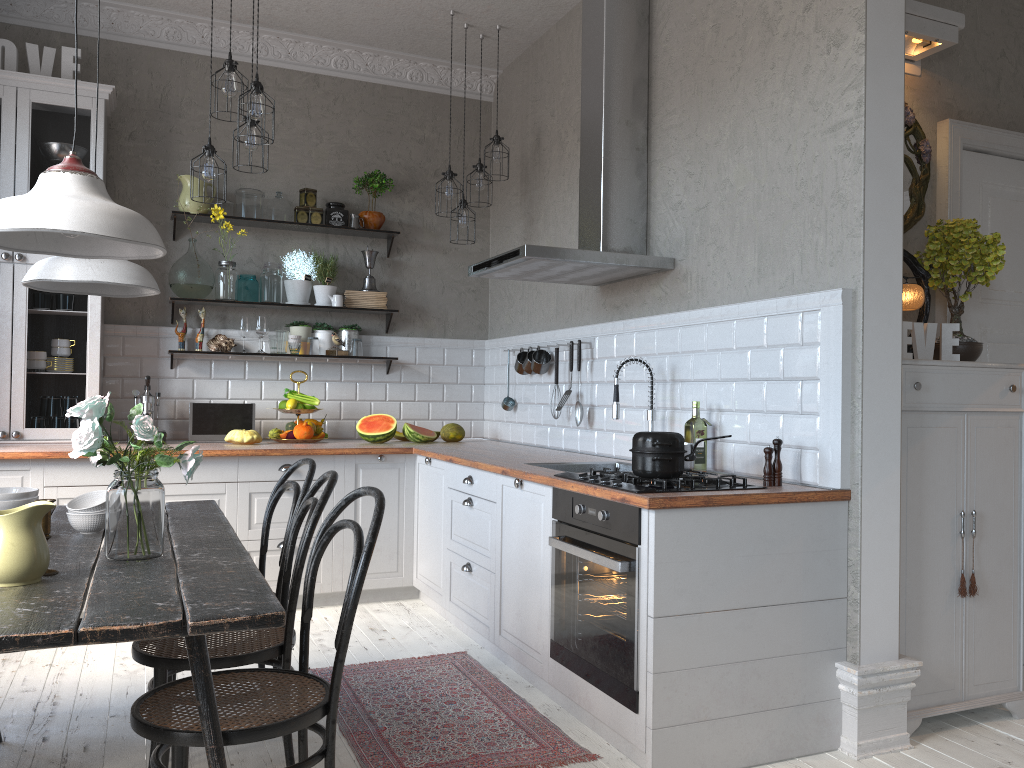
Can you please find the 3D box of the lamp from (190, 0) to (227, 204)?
[{"bbox_3d":[-1.342,-1.685,3.965,0.144,1.735,0.149,0,-1,33],"label":"lamp"}]

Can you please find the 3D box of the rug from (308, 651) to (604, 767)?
[{"bbox_3d":[-0.287,1.180,3.230,0.748,0.014,1.268,1,-1,-23],"label":"rug"}]

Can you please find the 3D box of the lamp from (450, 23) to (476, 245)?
[{"bbox_3d":[-0.273,-1.687,5.144,0.143,1.735,0.150,0,-1,38],"label":"lamp"}]

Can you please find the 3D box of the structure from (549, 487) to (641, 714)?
[{"bbox_3d":[0.514,0.688,3.064,0.628,0.623,0.612,1,-1,-23],"label":"structure"}]

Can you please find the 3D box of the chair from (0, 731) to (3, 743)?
[{"bbox_3d":[-1.833,0.699,2.637,0.554,0.920,0.434,1,-1,-11],"label":"chair"}]

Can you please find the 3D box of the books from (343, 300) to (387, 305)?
[{"bbox_3d":[-0.923,-0.504,5.559,0.264,0.016,0.156,1,-1,-15],"label":"books"}]

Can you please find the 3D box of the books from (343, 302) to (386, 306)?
[{"bbox_3d":[-0.923,-0.493,5.558,0.263,0.016,0.156,1,-1,-11],"label":"books"}]

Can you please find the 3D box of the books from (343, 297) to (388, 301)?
[{"bbox_3d":[-0.923,-0.526,5.559,0.265,0.011,0.155,1,-1,-21],"label":"books"}]

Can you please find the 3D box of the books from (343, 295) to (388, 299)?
[{"bbox_3d":[-0.922,-0.536,5.559,0.264,0.011,0.155,1,-1,-18],"label":"books"}]

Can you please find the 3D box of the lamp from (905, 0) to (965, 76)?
[{"bbox_3d":[1.518,-1.349,3.438,0.422,0.171,0.216,1,-1,-24],"label":"lamp"}]

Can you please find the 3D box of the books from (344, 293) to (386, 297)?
[{"bbox_3d":[-0.922,-0.547,5.559,0.263,0.016,0.156,1,-1,-11],"label":"books"}]

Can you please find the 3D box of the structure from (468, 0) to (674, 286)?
[{"bbox_3d":[0.263,-1.307,4.096,0.724,1.596,0.700,1,-1,-23],"label":"structure"}]

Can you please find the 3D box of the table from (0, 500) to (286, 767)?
[{"bbox_3d":[-1.211,0.798,2.368,0.919,0.735,1.889,1,-1,-23],"label":"table"}]

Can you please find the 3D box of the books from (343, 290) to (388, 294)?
[{"bbox_3d":[-0.922,-0.569,5.560,0.264,0.011,0.155,1,-1,-18],"label":"books"}]

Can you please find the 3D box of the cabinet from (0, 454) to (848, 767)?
[{"bbox_3d":[-0.629,0.764,4.113,4.133,0.854,2.017,1,-1,22],"label":"cabinet"}]

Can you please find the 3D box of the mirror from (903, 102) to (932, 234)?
[{"bbox_3d":[1.477,-0.868,3.504,0.541,0.593,0.070,1,-1,-24],"label":"mirror"}]

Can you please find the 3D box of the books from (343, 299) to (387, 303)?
[{"bbox_3d":[-0.923,-0.515,5.559,0.264,0.011,0.155,1,-1,-18],"label":"books"}]

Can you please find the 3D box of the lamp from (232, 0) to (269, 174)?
[{"bbox_3d":[-1.176,-1.840,4.036,0.150,1.735,0.143,1,-1,-37],"label":"lamp"}]

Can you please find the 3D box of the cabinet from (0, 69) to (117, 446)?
[{"bbox_3d":[-2.591,-0.621,4.656,0.894,1.921,0.381,1,-1,-24],"label":"cabinet"}]

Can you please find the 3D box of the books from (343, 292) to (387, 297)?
[{"bbox_3d":[-0.922,-0.558,5.559,0.264,0.016,0.156,1,-1,-15],"label":"books"}]

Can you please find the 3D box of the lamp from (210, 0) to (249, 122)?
[{"bbox_3d":[-1.214,-2.024,3.853,0.150,1.735,0.143,1,-1,-37],"label":"lamp"}]

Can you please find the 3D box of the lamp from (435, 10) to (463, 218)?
[{"bbox_3d":[-0.340,-1.813,4.971,0.146,1.735,0.147,1,-1,8],"label":"lamp"}]

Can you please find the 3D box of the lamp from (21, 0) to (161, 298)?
[{"bbox_3d":[-1.272,-1.214,2.732,0.384,1.858,0.375,1,-1,-16],"label":"lamp"}]

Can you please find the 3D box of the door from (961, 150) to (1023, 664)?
[{"bbox_3d":[2.188,0.121,3.821,0.763,2.183,0.078,1,-1,-25],"label":"door"}]

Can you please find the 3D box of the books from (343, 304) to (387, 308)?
[{"bbox_3d":[-0.923,-0.482,5.558,0.264,0.011,0.155,1,-1,-18],"label":"books"}]

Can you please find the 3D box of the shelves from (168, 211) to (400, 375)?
[{"bbox_3d":[-1.357,-0.502,5.357,1.338,0.923,0.225,1,-1,-24],"label":"shelves"}]

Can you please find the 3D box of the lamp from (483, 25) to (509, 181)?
[{"bbox_3d":[-0.079,-2.064,5.165,0.143,1.735,0.150,0,-1,38],"label":"lamp"}]

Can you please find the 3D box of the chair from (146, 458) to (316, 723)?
[{"bbox_3d":[-0.954,0.717,2.989,0.559,0.920,0.430,1,-1,-26],"label":"chair"}]

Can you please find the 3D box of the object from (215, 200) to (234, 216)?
[{"bbox_3d":[-1.692,-1.019,5.214,0.105,0.111,0.101,1,-1,-24],"label":"object"}]

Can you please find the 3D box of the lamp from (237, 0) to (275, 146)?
[{"bbox_3d":[-1.067,-1.893,3.747,0.144,1.735,0.149,1,-1,23],"label":"lamp"}]

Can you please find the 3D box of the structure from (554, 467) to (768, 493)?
[{"bbox_3d":[0.494,0.323,3.062,0.504,0.031,0.596,1,-1,-23],"label":"structure"}]

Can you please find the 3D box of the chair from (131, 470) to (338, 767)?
[{"bbox_3d":[-0.789,0.713,2.541,0.556,0.920,0.433,1,-1,-16],"label":"chair"}]

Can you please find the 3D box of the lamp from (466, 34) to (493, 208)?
[{"bbox_3d":[-0.183,-1.936,5.301,0.145,1.735,0.148,1,-1,18],"label":"lamp"}]

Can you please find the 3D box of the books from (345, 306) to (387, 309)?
[{"bbox_3d":[-0.923,-0.471,5.558,0.265,0.011,0.155,1,-1,-21],"label":"books"}]

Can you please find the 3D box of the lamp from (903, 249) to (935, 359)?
[{"bbox_3d":[1.416,-0.243,3.333,0.455,0.558,0.170,1,-1,-16],"label":"lamp"}]

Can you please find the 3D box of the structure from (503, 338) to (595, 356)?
[{"bbox_3d":[0.179,-0.206,4.980,0.096,0.053,1.068,1,-1,-23],"label":"structure"}]

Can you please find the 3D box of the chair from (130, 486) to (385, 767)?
[{"bbox_3d":[-0.583,0.710,2.057,0.559,0.920,0.430,1,-1,-26],"label":"chair"}]

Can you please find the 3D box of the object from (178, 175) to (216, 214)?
[{"bbox_3d":[-1.818,-1.076,5.096,0.192,0.216,0.172,1,-1,-10],"label":"object"}]

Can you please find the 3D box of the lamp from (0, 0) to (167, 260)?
[{"bbox_3d":[-0.935,-1.220,1.919,0.376,1.858,0.383,1,-1,14],"label":"lamp"}]

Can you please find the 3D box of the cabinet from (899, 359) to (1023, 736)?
[{"bbox_3d":[1.529,0.569,3.275,0.677,1.297,0.377,1,-1,-24],"label":"cabinet"}]

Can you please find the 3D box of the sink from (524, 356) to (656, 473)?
[{"bbox_3d":[0.384,0.238,3.710,0.537,0.720,0.478,1,-1,-23],"label":"sink"}]
